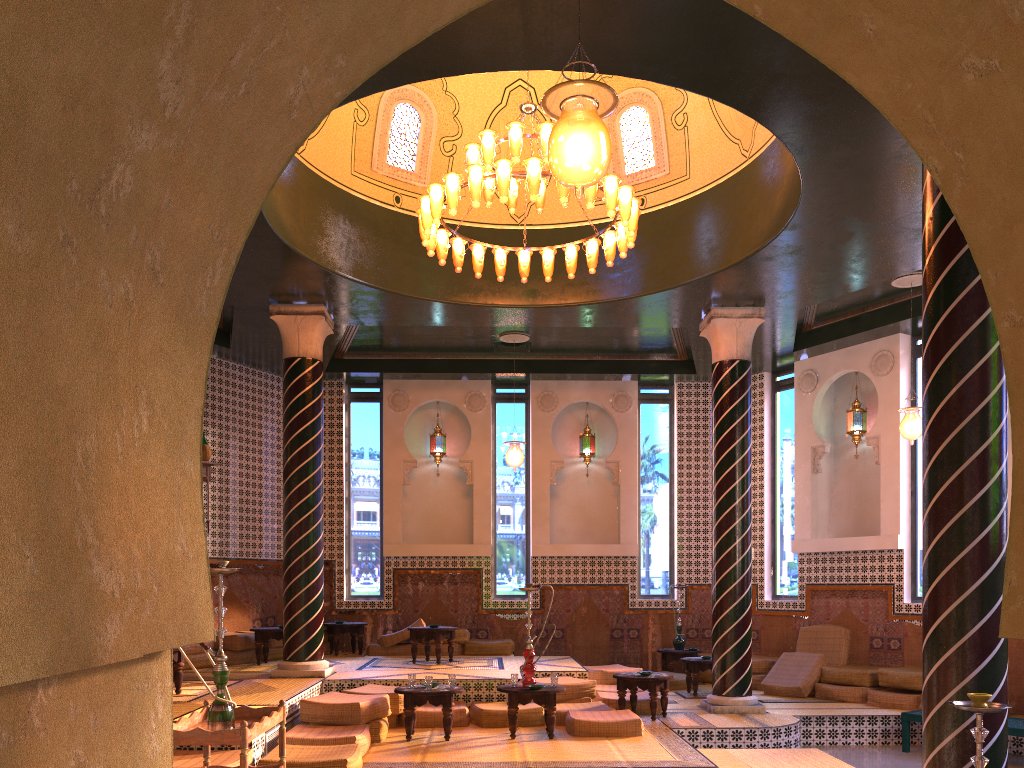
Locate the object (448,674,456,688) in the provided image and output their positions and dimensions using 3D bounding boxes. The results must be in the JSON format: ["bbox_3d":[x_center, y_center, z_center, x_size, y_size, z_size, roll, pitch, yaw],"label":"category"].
[{"bbox_3d":[-0.718,3.565,10.353,0.092,0.162,0.093,1,-3,-24],"label":"object"}]

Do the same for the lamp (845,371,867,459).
[{"bbox_3d":[5.880,0.514,14.731,0.361,1.562,0.325,0,-1,-28],"label":"lamp"}]

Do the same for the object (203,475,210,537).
[{"bbox_3d":[-5.674,1.900,13.978,0.060,1.037,2.017,0,-9,28],"label":"object"}]

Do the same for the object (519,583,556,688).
[{"bbox_3d":[0.285,3.033,10.419,0.463,1.251,0.301,0,-1,15],"label":"object"}]

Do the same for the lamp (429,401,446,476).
[{"bbox_3d":[-1.463,1.068,17.059,0.325,1.562,0.361,0,-1,32],"label":"lamp"}]

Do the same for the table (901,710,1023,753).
[{"bbox_3d":[6.171,4.624,11.104,0.858,0.609,2.034,5,-13,-31],"label":"table"}]

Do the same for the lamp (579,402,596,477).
[{"bbox_3d":[1.498,1.087,17.163,0.361,1.562,0.325,0,-1,32],"label":"lamp"}]

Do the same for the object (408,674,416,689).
[{"bbox_3d":[-1.198,3.563,10.340,0.092,0.162,0.092,3,-4,-44],"label":"object"}]

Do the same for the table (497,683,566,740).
[{"bbox_3d":[0.233,3.956,10.429,0.845,0.585,0.851,7,-11,-37],"label":"table"}]

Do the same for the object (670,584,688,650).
[{"bbox_3d":[3.119,4.393,16.277,0.301,1.252,0.464,-1,-1,35],"label":"object"}]

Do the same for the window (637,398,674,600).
[{"bbox_3d":[2.834,2.287,17.146,0.774,3.994,0.091,0,0,-2],"label":"window"}]

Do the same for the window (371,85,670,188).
[{"bbox_3d":[0.269,-3.844,9.670,5.790,1.154,5.592,-9,-15,33],"label":"window"}]

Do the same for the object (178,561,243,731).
[{"bbox_3d":[-2.181,1.904,6.232,0.463,1.252,0.299,0,-1,6],"label":"object"}]

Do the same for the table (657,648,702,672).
[{"bbox_3d":[3.157,5.322,16.310,0.838,0.585,0.857,-1,-9,8],"label":"table"}]

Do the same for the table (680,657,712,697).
[{"bbox_3d":[3.220,4.875,14.369,0.845,0.585,0.851,7,-11,-37],"label":"table"}]

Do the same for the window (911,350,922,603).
[{"bbox_3d":[6.602,1.429,13.485,0.091,3.994,0.775,0,0,-32],"label":"window"}]

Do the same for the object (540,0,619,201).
[{"bbox_3d":[0.335,-2.074,4.327,0.519,2.315,0.520,0,-1,-13],"label":"object"}]

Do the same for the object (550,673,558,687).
[{"bbox_3d":[0.511,3.578,10.418,0.092,0.162,0.093,1,-3,-24],"label":"object"}]

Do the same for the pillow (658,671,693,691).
[{"bbox_3d":[2.722,5.331,15.466,0.980,0.276,0.966,7,-14,-30],"label":"pillow"}]

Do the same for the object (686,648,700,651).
[{"bbox_3d":[3.387,4.966,16.153,0.251,0.045,0.257,-3,-13,13],"label":"object"}]

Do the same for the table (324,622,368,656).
[{"bbox_3d":[-3.132,4.793,16.221,0.839,0.585,0.856,-3,-9,16],"label":"table"}]

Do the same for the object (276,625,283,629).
[{"bbox_3d":[-3.785,4.029,14.310,0.251,0.045,0.257,-3,-13,13],"label":"object"}]

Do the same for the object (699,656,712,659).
[{"bbox_3d":[3.226,4.539,14.311,0.251,0.045,0.257,-3,-13,13],"label":"object"}]

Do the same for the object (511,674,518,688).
[{"bbox_3d":[0.031,3.576,10.404,0.092,0.162,0.093,0,-3,1],"label":"object"}]

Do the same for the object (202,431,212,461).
[{"bbox_3d":[-5.242,0.955,14.599,0.302,0.721,0.301,-2,-2,40],"label":"object"}]

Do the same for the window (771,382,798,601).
[{"bbox_3d":[5.104,1.998,15.919,0.091,3.994,0.775,0,0,-32],"label":"window"}]

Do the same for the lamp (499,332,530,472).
[{"bbox_3d":[0.043,0.345,14.735,0.519,2.315,0.520,0,-1,-13],"label":"lamp"}]

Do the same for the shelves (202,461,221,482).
[{"bbox_3d":[-6.173,1.059,12.904,0.256,0.339,4.567,-3,-13,28],"label":"shelves"}]

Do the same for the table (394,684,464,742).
[{"bbox_3d":[-0.990,3.939,10.339,0.838,0.585,0.857,2,-9,-11],"label":"table"}]

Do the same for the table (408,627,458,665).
[{"bbox_3d":[-1.326,4.378,14.459,0.838,0.585,0.857,-2,-9,10],"label":"table"}]

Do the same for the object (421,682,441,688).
[{"bbox_3d":[-0.978,3.641,10.424,0.253,0.045,0.254,-12,-17,42],"label":"object"}]

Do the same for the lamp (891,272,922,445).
[{"bbox_3d":[5.543,-0.307,11.974,0.519,2.315,0.520,0,-1,-13],"label":"lamp"}]

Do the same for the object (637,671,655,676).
[{"bbox_3d":[1.829,3.961,11.798,0.251,0.045,0.256,4,-13,-16],"label":"object"}]

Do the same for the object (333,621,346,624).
[{"bbox_3d":[-3.211,4.439,16.079,0.251,0.045,0.257,-3,-13,13],"label":"object"}]

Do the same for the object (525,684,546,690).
[{"bbox_3d":[0.281,3.587,10.203,0.253,0.045,0.254,-12,-17,42],"label":"object"}]

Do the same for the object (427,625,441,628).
[{"bbox_3d":[-1.302,4.058,14.455,0.251,0.045,0.257,-3,-13,13],"label":"object"}]

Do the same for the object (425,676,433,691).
[{"bbox_3d":[-0.977,3.518,10.147,0.092,0.162,0.093,1,-3,-24],"label":"object"}]

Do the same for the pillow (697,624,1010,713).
[{"bbox_3d":[5.113,4.595,14.264,1.412,1.184,5.854,5,-13,-31],"label":"pillow"}]

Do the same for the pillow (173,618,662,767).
[{"bbox_3d":[-2.783,4.033,11.904,10.030,1.257,10.174,0,-13,-1],"label":"pillow"}]

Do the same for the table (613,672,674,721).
[{"bbox_3d":[1.808,4.301,11.889,0.844,0.585,0.851,-6,-11,34],"label":"table"}]

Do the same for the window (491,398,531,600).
[{"bbox_3d":[-0.024,2.274,17.066,0.774,3.994,0.091,0,0,-2],"label":"window"}]

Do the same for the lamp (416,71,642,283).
[{"bbox_3d":[0.179,-3.817,9.538,2.470,4.598,2.495,0,-3,6],"label":"lamp"}]

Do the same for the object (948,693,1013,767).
[{"bbox_3d":[2.735,2.311,4.717,0.838,1.261,0.355,2,-2,-31],"label":"object"}]

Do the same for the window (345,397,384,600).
[{"bbox_3d":[-2.881,2.260,16.986,0.774,3.994,0.091,0,0,-2],"label":"window"}]

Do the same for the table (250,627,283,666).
[{"bbox_3d":[-3.918,4.357,14.335,0.838,0.585,0.858,-1,-9,4],"label":"table"}]

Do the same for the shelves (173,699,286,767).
[{"bbox_3d":[-2.150,3.071,6.439,0.746,1.283,1.207,0,-6,0],"label":"shelves"}]

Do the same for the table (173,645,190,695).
[{"bbox_3d":[-4.201,3.362,10.070,0.845,0.585,0.850,-7,-11,37],"label":"table"}]
